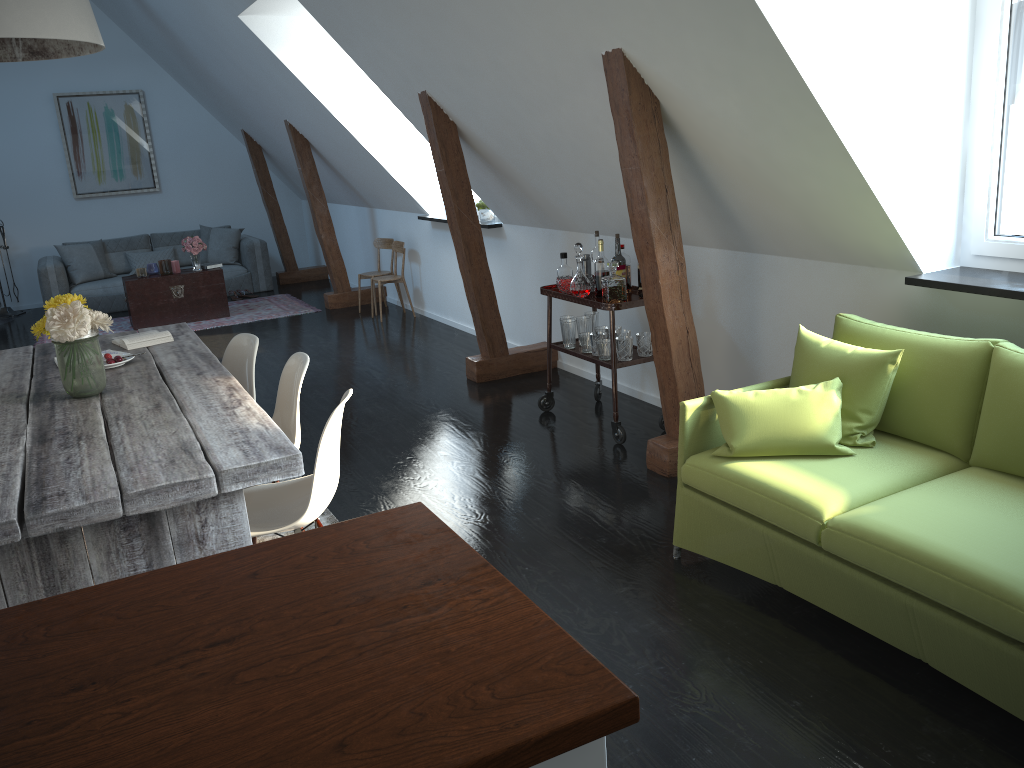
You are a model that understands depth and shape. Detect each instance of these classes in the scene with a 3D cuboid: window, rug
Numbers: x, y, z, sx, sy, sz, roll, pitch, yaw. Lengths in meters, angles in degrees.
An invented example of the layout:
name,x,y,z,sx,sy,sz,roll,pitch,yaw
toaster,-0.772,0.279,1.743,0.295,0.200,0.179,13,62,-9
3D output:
name,x,y,z,sx,sy,sz,roll,pitch,yaw
window,-2.150,-2.496,3.892,5.959,4.249,8.018,-12,17,-25
rug,-1.571,0.784,3.411,1.898,0.022,2.677,-12,17,-25
rug,-3.402,-0.647,9.015,2.647,0.029,1.512,-12,17,-25

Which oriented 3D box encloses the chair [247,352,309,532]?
name,x,y,z,sx,sy,sz,roll,pitch,yaw
chair,-1.019,0.315,3.478,0.542,0.801,0.465,-11,17,-24

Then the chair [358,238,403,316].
name,x,y,z,sx,sy,sz,roll,pitch,yaw
chair,-1.305,-1.049,8.616,0.342,0.696,0.329,-18,21,-41

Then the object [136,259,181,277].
name,x,y,z,sx,sy,sz,roll,pitch,yaw
object,-3.525,-1.161,8.844,0.413,0.138,0.215,-8,16,-14

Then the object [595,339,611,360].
name,x,y,z,sx,sy,sz,roll,pitch,yaw
object,0.486,-0.179,4.648,0.092,0.099,0.092,9,21,40

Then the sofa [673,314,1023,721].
name,x,y,z,sx,sy,sz,roll,pitch,yaw
sofa,1.455,0.384,2.528,0.898,0.825,2.093,-12,17,-26

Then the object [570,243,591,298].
name,x,y,z,sx,sy,sz,roll,pitch,yaw
object,0.358,-0.602,4.693,0.114,0.292,0.114,7,19,35

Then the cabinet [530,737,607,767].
name,x,y,z,sx,sy,sz,roll,pitch,yaw
cabinet,0.136,0.377,0.069,4.208,2.369,3.033,-12,17,-25

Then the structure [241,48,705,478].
name,x,y,z,sx,sy,sz,roll,pitch,yaw
structure,0.078,-0.953,5.604,1.023,1.963,12.350,-12,17,-25

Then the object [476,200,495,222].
name,x,y,z,sx,sy,sz,roll,pitch,yaw
object,-0.261,-1.460,6.706,0.309,0.461,0.131,-6,16,-7

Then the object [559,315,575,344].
name,x,y,z,sx,sy,sz,roll,pitch,yaw
object,0.316,-0.305,5.040,0.087,0.155,0.087,7,19,35

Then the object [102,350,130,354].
name,x,y,z,sx,sy,sz,roll,pitch,yaw
object,-1.746,-0.118,3.767,0.185,0.014,0.182,8,20,37

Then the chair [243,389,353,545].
name,x,y,z,sx,sy,sz,roll,pitch,yaw
chair,-0.760,0.437,2.975,0.542,0.801,0.465,-4,16,0

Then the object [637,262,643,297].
name,x,y,z,sx,sy,sz,roll,pitch,yaw
object,0.691,-0.606,4.592,0.081,0.308,0.081,-15,19,-33

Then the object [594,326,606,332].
name,x,y,z,sx,sy,sz,roll,pitch,yaw
object,0.508,-0.266,4.954,0.092,0.099,0.092,9,21,40

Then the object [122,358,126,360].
name,x,y,z,sx,sy,sz,roll,pitch,yaw
object,-1.633,-0.095,3.625,0.110,0.011,0.058,-11,17,-21

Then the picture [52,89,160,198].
name,x,y,z,sx,sy,sz,roll,pitch,yaw
picture,-4.802,-2.856,10.536,0.965,1.185,0.025,-12,17,-25

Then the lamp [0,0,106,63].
name,x,y,z,sx,sy,sz,roll,pitch,yaw
lamp,-1.809,-2.420,2.471,0.697,2.813,0.757,3,17,23

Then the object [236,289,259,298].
name,x,y,z,sx,sy,sz,roll,pitch,yaw
object,-3.032,-1.046,10.193,0.277,0.090,0.101,2,17,20

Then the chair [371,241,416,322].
name,x,y,z,sx,sy,sz,roll,pitch,yaw
chair,-1.140,-0.961,8.258,0.342,0.696,0.329,-11,17,-23

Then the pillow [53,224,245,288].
name,x,y,z,sx,sy,sz,roll,pitch,yaw
pillow,-4.122,-1.519,10.272,2.075,0.515,0.444,-12,17,-25

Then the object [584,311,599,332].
name,x,y,z,sx,sy,sz,roll,pitch,yaw
object,0.462,-0.334,5.105,0.087,0.155,0.087,7,19,35

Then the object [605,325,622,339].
name,x,y,z,sx,sy,sz,roll,pitch,yaw
object,0.557,-0.254,4.858,0.095,0.119,0.095,3,17,25

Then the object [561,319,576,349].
name,x,y,z,sx,sy,sz,roll,pitch,yaw
object,0.318,-0.278,4.944,0.087,0.155,0.087,7,19,35

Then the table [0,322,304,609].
name,x,y,z,sx,sy,sz,roll,pitch,yaw
table,-1.579,0.415,3.296,1.141,0.788,2.421,-12,17,-25

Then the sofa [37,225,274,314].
name,x,y,z,sx,sy,sz,roll,pitch,yaw
sofa,-4.171,-1.366,10.395,2.458,0.770,1.107,-12,17,-25

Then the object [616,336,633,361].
name,x,y,z,sx,sy,sz,roll,pitch,yaw
object,0.584,-0.182,4.596,0.095,0.119,0.095,3,17,25

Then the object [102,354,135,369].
name,x,y,z,sx,sy,sz,roll,pitch,yaw
object,-1.647,-0.088,3.618,0.205,0.024,0.205,-15,19,-32

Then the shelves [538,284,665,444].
name,x,y,z,sx,sy,sz,roll,pitch,yaw
shelves,0.515,-0.151,4.858,0.438,0.732,0.803,-13,18,-29

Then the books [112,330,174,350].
name,x,y,z,sx,sy,sz,roll,pitch,yaw
books,-1.685,-0.211,4.036,0.202,0.042,0.251,-16,19,-36

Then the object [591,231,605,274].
name,x,y,z,sx,sy,sz,roll,pitch,yaw
object,0.478,-0.688,4.916,0.073,0.320,0.073,-15,19,-34

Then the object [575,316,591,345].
name,x,y,z,sx,sy,sz,roll,pitch,yaw
object,0.405,-0.300,4.998,0.087,0.155,0.087,7,19,35

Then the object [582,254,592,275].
name,x,y,z,sx,sy,sz,roll,pitch,yaw
object,0.421,-0.643,5.035,0.052,0.182,0.135,-1,16,11

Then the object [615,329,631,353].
name,x,y,z,sx,sy,sz,roll,pitch,yaw
object,0.591,-0.225,4.745,0.095,0.119,0.095,3,17,25

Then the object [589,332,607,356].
name,x,y,z,sx,sy,sz,roll,pitch,yaw
object,0.463,-0.213,4.738,0.095,0.119,0.095,3,17,25

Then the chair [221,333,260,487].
name,x,y,z,sx,sy,sz,roll,pitch,yaw
chair,-1.334,0.223,3.891,0.542,0.801,0.465,-17,20,-38

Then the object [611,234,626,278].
name,x,y,z,sx,sy,sz,roll,pitch,yaw
object,0.556,-0.617,4.624,0.080,0.329,0.080,-15,19,-34

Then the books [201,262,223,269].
name,x,y,z,sx,sy,sz,roll,pitch,yaw
books,-3.116,-1.213,9.106,0.243,0.034,0.179,9,21,40

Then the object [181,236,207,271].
name,x,y,z,sx,sy,sz,roll,pitch,yaw
object,-3.203,-1.323,8.936,0.235,0.351,0.234,3,17,23

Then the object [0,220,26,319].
name,x,y,z,sx,sy,sz,roll,pitch,yaw
object,-5.838,-1.378,10.016,0.376,1.245,0.376,10,21,42

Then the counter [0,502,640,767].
name,x,y,z,sx,sy,sz,roll,pitch,yaw
counter,0.528,0.561,0.347,3.365,0.038,3.085,-12,17,-25

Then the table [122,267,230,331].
name,x,y,z,sx,sy,sz,roll,pitch,yaw
table,-3.384,-0.878,8.943,0.962,0.492,0.471,-12,17,-25

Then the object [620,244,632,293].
name,x,y,z,sx,sy,sz,roll,pitch,yaw
object,0.594,-0.619,4.758,0.067,0.257,0.099,-10,17,-20

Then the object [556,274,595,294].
name,x,y,z,sx,sy,sz,roll,pitch,yaw
object,0.365,-0.547,4.861,0.245,0.092,0.151,-3,16,3

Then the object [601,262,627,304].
name,x,y,z,sx,sy,sz,roll,pitch,yaw
object,0.511,-0.505,4.451,0.101,0.211,0.101,-7,16,-10

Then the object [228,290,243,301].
name,x,y,z,sx,sy,sz,roll,pitch,yaw
object,-3.157,-1.010,10.098,0.101,0.090,0.277,-16,19,-36

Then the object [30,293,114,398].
name,x,y,z,sx,sy,sz,roll,pitch,yaw
object,-1.539,-0.137,3.126,0.293,0.365,0.233,6,19,34

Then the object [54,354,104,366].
name,x,y,z,sx,sy,sz,roll,pitch,yaw
object,-1.828,-0.107,3.746,0.182,0.016,0.179,-14,18,-30

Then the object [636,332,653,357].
name,x,y,z,sx,sy,sz,roll,pitch,yaw
object,0.698,-0.207,4.652,0.095,0.119,0.095,3,17,25

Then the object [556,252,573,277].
name,x,y,z,sx,sy,sz,roll,pitch,yaw
object,0.296,-0.635,4.985,0.087,0.206,0.087,-5,16,-1

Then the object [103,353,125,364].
name,x,y,z,sx,sy,sz,roll,pitch,yaw
object,-1.655,-0.095,3.600,0.144,0.034,0.132,7,19,34

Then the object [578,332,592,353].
name,x,y,z,sx,sy,sz,roll,pitch,yaw
object,0.410,-0.225,4.832,0.092,0.099,0.092,9,21,40

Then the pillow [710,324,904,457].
name,x,y,z,sx,sy,sz,roll,pitch,yaw
pillow,1.004,0.055,3.099,0.600,0.387,0.475,-13,18,-27

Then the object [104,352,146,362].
name,x,y,z,sx,sy,sz,roll,pitch,yaw
object,-1.602,-0.109,3.644,0.194,0.022,0.019,-7,16,-10

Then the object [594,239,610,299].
name,x,y,z,sx,sy,sz,roll,pitch,yaw
object,0.472,-0.606,4.654,0.081,0.307,0.081,-10,17,-19
